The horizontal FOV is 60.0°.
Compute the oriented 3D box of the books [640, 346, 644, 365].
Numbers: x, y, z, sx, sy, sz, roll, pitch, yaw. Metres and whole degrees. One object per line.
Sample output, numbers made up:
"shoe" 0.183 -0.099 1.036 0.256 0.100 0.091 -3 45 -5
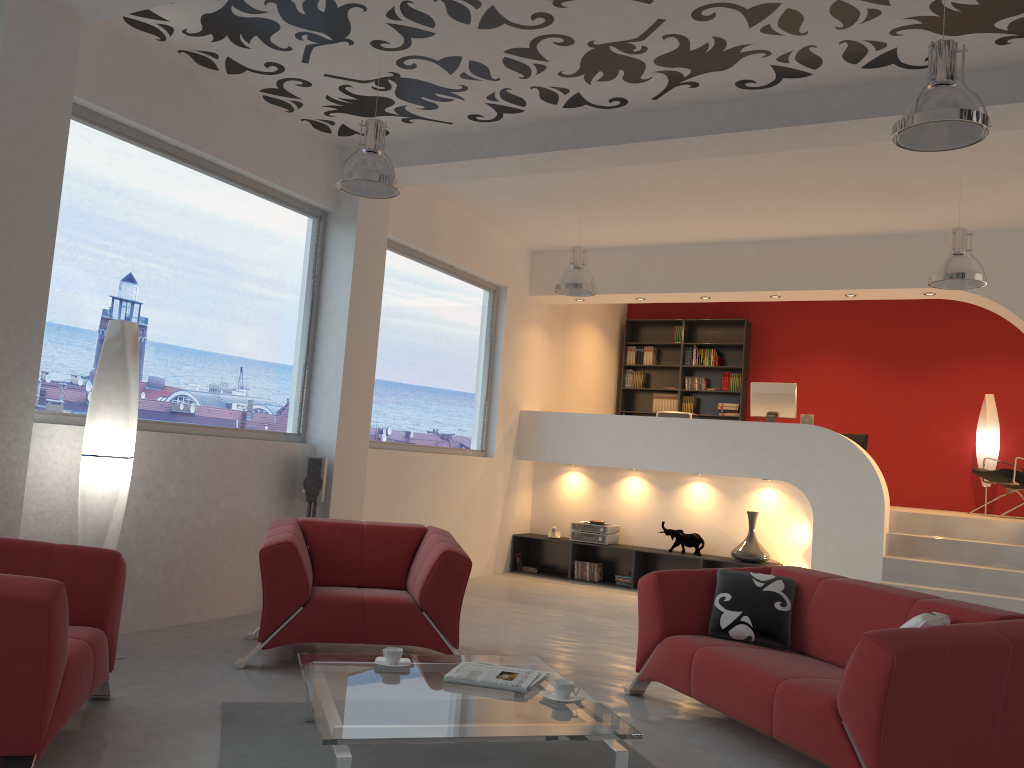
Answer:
"books" 1.807 -0.368 12.089 0.040 0.260 0.200 2 -5 28

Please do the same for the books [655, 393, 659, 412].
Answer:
"books" 1.981 0.267 11.916 0.040 0.260 0.200 2 -5 28

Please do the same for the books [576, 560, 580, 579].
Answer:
"books" 0.707 1.945 9.295 0.031 0.190 0.135 2 -5 28

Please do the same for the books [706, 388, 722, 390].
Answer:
"books" 2.652 0.069 11.608 0.190 0.015 0.135 1 -6 33

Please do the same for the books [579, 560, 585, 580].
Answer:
"books" 0.734 1.946 9.281 0.031 0.190 0.135 2 -5 28

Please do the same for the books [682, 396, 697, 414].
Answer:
"books" 2.347 0.290 11.732 0.146 0.240 0.170 2 -5 28

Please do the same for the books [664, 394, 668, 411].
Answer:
"books" 2.088 0.271 11.859 0.040 0.260 0.200 2 -5 28

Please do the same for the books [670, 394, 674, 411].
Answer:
"books" 2.160 0.273 11.820 0.040 0.260 0.200 2 -5 28

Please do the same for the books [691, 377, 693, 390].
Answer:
"books" 2.402 0.003 11.749 0.031 0.190 0.135 2 -5 28

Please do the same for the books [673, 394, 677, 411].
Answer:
"books" 2.196 0.274 11.801 0.040 0.260 0.200 2 -5 28

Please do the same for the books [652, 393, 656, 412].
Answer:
"books" 1.946 0.266 11.935 0.040 0.260 0.200 2 -5 28

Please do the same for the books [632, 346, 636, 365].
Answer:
"books" 1.700 -0.372 12.146 0.040 0.260 0.200 2 -5 28

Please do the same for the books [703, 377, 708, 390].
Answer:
"books" 2.547 0.008 11.671 0.031 0.190 0.135 2 -5 28

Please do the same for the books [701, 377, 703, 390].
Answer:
"books" 2.521 0.007 11.685 0.031 0.190 0.135 2 -5 28

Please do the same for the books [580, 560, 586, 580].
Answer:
"books" 0.747 1.946 9.274 0.031 0.190 0.135 2 -5 28

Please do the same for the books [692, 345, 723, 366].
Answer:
"books" 2.572 -0.357 11.669 0.341 0.286 0.231 2 -5 28

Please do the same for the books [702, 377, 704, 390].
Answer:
"books" 2.534 0.007 11.678 0.031 0.190 0.135 2 -5 28

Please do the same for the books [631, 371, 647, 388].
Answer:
"books" 1.734 -0.045 12.099 0.146 0.240 0.170 2 -5 28

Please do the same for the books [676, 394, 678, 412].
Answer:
"books" 2.232 0.275 11.782 0.040 0.260 0.200 2 -5 28

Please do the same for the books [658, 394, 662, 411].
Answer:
"books" 2.017 0.268 11.897 0.040 0.260 0.200 2 -5 28

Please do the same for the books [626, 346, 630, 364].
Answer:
"books" 1.628 -0.374 12.184 0.040 0.260 0.200 2 -5 28

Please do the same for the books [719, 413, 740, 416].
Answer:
"books" 2.828 0.404 11.436 0.260 0.040 0.200 2 -6 30

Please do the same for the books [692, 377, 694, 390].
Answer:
"books" 2.415 0.004 11.742 0.031 0.190 0.135 2 -5 28

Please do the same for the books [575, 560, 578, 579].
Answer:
"books" 0.694 1.944 9.302 0.031 0.190 0.135 2 -5 28

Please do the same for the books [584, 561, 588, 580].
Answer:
"books" 0.786 1.947 9.253 0.031 0.190 0.135 2 -5 28

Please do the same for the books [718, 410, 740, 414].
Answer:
"books" 2.813 0.363 11.445 0.260 0.040 0.200 2 -5 28

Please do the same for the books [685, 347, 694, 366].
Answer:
"books" 2.373 -0.347 11.800 0.090 0.256 0.181 2 -5 28

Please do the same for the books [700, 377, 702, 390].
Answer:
"books" 2.508 0.007 11.693 0.031 0.190 0.135 2 -5 28

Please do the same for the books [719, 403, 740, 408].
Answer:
"books" 2.820 0.282 11.441 0.260 0.040 0.200 2 -5 28

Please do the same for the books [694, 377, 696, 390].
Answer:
"books" 2.442 0.004 11.728 0.031 0.190 0.135 2 -5 28

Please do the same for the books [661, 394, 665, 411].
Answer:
"books" 2.053 0.270 11.878 0.040 0.260 0.200 2 -5 28

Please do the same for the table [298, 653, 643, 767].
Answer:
"table" -0.249 1.334 3.454 1.097 0.286 1.162 6 -5 -17

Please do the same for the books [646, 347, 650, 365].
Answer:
"books" 1.879 -0.366 12.050 0.040 0.260 0.200 2 -5 28

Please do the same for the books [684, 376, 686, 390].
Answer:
"books" 2.323 0.000 11.791 0.031 0.190 0.135 2 -5 28

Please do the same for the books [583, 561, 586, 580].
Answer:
"books" 0.773 1.947 9.260 0.031 0.190 0.135 2 -5 28

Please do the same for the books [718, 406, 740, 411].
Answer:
"books" 2.812 0.323 11.450 0.260 0.040 0.200 2 -5 28

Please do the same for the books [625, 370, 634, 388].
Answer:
"books" 1.629 -0.056 12.157 0.090 0.256 0.181 2 -5 28

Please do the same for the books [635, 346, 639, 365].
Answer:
"books" 1.735 -0.371 12.127 0.040 0.260 0.200 2 -5 28

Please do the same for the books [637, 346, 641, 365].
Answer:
"books" 1.771 -0.370 12.108 0.040 0.260 0.200 2 -5 28

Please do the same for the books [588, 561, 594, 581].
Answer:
"books" 0.826 1.949 9.231 0.031 0.190 0.135 2 -5 28

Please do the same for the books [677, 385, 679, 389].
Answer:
"books" 2.256 0.000 11.827 0.063 0.187 0.135 2 -5 28

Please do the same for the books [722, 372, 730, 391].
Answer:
"books" 2.801 -0.017 11.532 0.090 0.256 0.181 2 -5 28

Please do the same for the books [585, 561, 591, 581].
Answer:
"books" 0.800 1.948 9.245 0.031 0.190 0.135 2 -5 28

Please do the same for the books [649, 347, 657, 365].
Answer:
"books" 1.914 -0.365 12.031 0.040 0.260 0.200 2 -5 28

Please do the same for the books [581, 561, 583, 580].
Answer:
"books" 0.760 1.946 9.267 0.031 0.190 0.135 2 -5 28

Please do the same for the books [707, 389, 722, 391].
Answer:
"books" 2.659 0.084 11.603 0.190 0.015 0.135 2 -5 28

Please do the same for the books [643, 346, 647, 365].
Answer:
"books" 1.843 -0.367 12.069 0.040 0.260 0.200 2 -5 28

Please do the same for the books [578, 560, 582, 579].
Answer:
"books" 0.720 1.945 9.288 0.031 0.190 0.135 2 -5 28

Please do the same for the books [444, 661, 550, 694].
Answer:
"books" -0.068 1.204 3.652 0.367 0.035 0.345 3 -5 18

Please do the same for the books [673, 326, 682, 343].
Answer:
"books" 2.263 -0.642 11.894 0.146 0.240 0.170 2 -5 28

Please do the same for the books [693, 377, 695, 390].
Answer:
"books" 2.428 0.004 11.735 0.031 0.190 0.135 2 -5 28

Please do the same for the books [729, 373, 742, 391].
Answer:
"books" 2.906 -0.006 11.474 0.146 0.240 0.170 2 -5 28

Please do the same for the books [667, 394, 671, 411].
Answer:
"books" 2.124 0.272 11.840 0.040 0.260 0.200 2 -5 28

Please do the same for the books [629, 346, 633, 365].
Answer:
"books" 1.664 -0.373 12.165 0.040 0.260 0.200 2 -5 28
